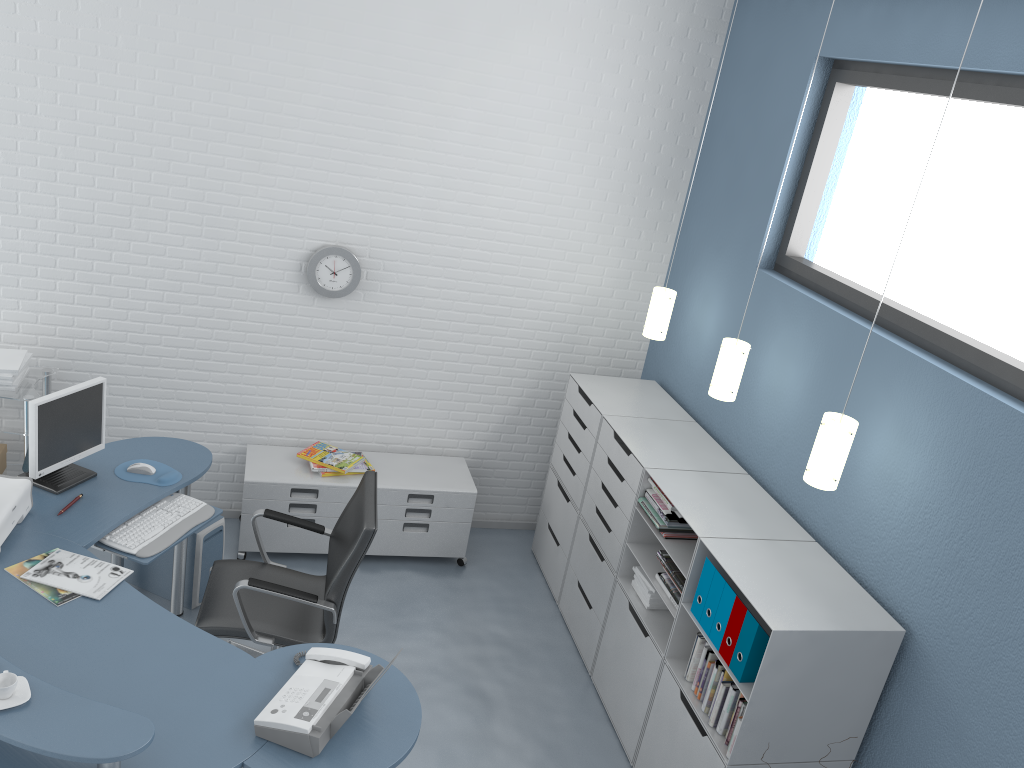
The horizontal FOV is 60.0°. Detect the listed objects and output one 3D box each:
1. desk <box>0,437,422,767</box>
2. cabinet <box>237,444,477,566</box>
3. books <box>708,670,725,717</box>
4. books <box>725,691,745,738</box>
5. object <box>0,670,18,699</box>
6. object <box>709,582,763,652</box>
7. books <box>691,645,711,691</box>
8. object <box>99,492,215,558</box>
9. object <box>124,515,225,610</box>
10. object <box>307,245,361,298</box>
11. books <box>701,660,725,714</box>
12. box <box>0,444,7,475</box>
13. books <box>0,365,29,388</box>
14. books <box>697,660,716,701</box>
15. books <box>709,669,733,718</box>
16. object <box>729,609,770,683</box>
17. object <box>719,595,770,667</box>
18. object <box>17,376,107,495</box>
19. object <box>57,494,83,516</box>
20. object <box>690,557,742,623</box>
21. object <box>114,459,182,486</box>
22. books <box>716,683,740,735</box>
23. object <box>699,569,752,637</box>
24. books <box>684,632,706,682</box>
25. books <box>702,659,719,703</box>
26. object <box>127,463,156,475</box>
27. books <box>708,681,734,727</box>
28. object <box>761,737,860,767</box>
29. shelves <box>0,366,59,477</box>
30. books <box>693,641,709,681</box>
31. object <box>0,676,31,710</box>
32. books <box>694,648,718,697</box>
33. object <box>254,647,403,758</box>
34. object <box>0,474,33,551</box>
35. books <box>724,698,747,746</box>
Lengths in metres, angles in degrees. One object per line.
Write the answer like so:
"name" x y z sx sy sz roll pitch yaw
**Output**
"desk" -1.451 1.002 3.178 1.402 0.900 2.282 -6 26 -39
"cabinet" -0.862 0.684 4.960 1.259 0.484 0.447 5 21 -17
"books" 0.821 1.147 3.289 0.155 0.203 0.017 5 21 -16
"books" 0.859 1.180 3.182 0.138 0.229 0.032 5 21 -16
"object" -1.346 0.804 2.362 0.062 0.049 0.078 12 20 4
"object" 0.851 0.854 3.252 0.181 0.247 0.082 5 21 -16
"books" 0.787 1.095 3.417 0.157 0.198 0.022 5 21 -16
"object" -1.447 0.562 3.624 0.276 0.028 0.478 16 20 13
"object" -1.653 0.800 4.316 0.471 0.422 0.199 17 21 17
"object" -0.934 -0.589 4.656 0.279 0.277 0.041 5 21 -16
"books" 0.811 1.130 3.310 0.166 0.217 0.038 5 21 -16
"box" -2.650 0.423 4.370 0.207 0.133 0.347 5 21 -16
"books" -2.449 -0.045 4.249 0.190 0.015 0.270 4 21 -19
"books" 0.797 1.128 3.374 0.157 0.172 0.021 5 21 -16
"books" 0.829 1.133 3.264 0.157 0.247 0.021 5 21 -16
"object" 0.889 0.918 3.102 0.181 0.247 0.082 5 21 -16
"object" 0.870 0.886 3.177 0.181 0.247 0.082 5 21 -16
"object" -1.854 0.198 3.621 0.212 0.417 0.365 17 21 15
"object" -1.749 0.478 3.511 0.013 0.013 0.178 11 20 0
"object" 0.812 0.792 3.402 0.181 0.247 0.082 5 21 -16
"object" -1.579 0.373 3.867 0.285 0.026 0.213 10 20 -4
"books" 0.839 1.178 3.216 0.157 0.203 0.040 5 21 -16
"object" 0.831 0.823 3.327 0.181 0.247 0.082 5 21 -16
"books" 0.773 1.069 3.473 0.157 0.203 0.040 5 21 -16
"books" 0.810 1.129 3.348 0.146 0.193 0.032 5 21 -16
"object" -1.609 0.364 3.853 0.115 0.035 0.054 9 20 -7
"books" 0.821 1.172 3.249 0.173 0.184 0.032 5 21 -16
"object" 0.901 1.569 2.782 0.312 0.972 0.357 -6 26 -39
"shelves" -2.752 0.347 4.337 0.896 0.848 0.441 5 21 -16
"books" 0.792 1.072 3.439 0.138 0.229 0.032 5 21 -16
"object" -1.352 0.828 2.363 0.119 0.016 0.119 -4 25 -36
"books" 0.794 1.103 3.392 0.157 0.203 0.032 5 21 -16
"object" -0.547 0.871 2.694 0.399 0.280 0.405 15 20 12
"object" -1.899 0.425 3.195 0.197 0.273 0.392 7 20 -12
"books" 0.853 1.204 3.160 0.157 0.198 0.022 5 21 -16
